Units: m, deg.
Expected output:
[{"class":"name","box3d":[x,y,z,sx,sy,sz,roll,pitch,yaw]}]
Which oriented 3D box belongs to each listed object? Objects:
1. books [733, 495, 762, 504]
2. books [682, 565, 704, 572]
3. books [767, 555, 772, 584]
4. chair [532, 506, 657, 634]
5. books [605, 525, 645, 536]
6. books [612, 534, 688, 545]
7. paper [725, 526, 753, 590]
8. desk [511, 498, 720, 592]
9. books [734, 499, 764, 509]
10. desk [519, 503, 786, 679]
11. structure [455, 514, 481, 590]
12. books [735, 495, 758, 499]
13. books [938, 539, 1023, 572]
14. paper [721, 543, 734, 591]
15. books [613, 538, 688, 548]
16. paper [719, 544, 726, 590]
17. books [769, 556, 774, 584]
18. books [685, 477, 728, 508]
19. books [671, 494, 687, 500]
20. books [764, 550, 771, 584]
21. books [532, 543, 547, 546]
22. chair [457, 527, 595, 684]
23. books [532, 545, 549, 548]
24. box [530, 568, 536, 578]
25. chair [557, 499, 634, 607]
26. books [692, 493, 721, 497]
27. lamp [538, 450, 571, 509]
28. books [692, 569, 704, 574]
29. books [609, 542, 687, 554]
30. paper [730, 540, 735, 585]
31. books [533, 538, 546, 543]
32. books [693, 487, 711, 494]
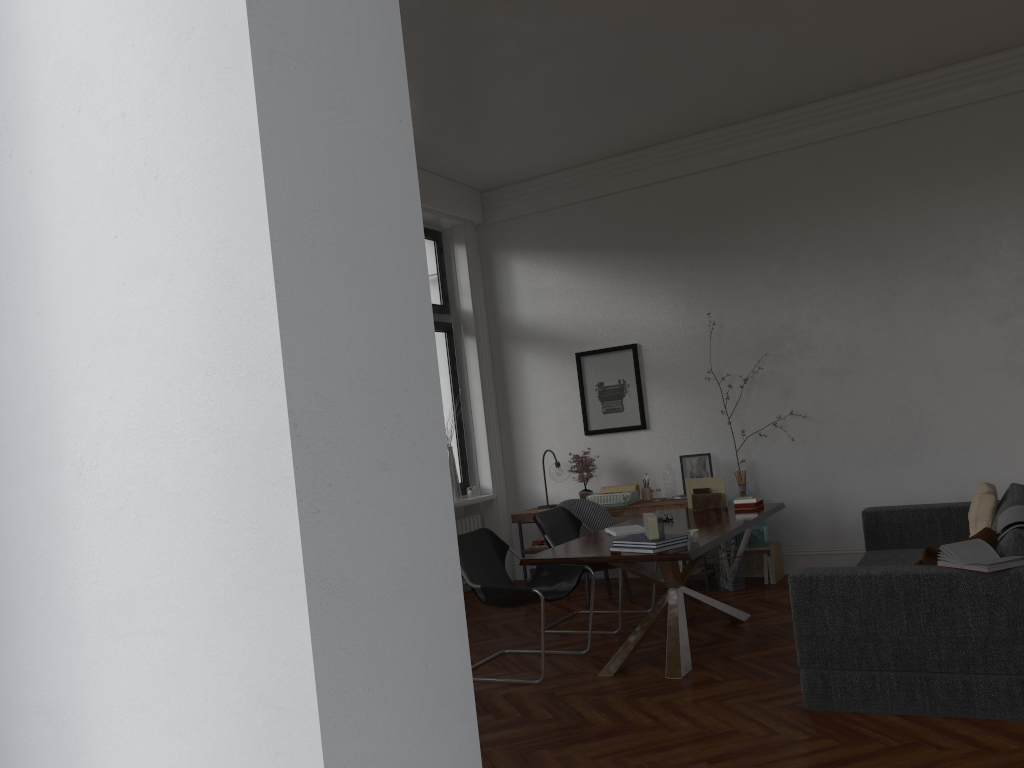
[{"class":"books","box3d":[1.725,0.844,6.476,0.164,0.028,0.207,-8,-4,27]},{"class":"books","box3d":[1.524,1.584,7.595,0.196,0.014,0.267,-9,-4,40]},{"class":"books","box3d":[2.183,1.551,7.437,0.012,0.232,0.170,-8,-3,29]},{"class":"chair","box3d":[0.623,1.352,6.626,0.746,0.872,0.752,-8,-3,29]},{"class":"books","box3d":[0.754,0.960,5.813,0.231,0.026,0.326,-6,-3,-6]},{"class":"books","box3d":[0.766,0.863,4.933,0.250,0.017,0.345,-4,-4,-36]},{"class":"paper","box3d":[1.883,1.379,7.289,0.330,0.609,0.047,-7,-2,9]},{"class":"desk","box3d":[0.965,1.463,8.003,1.800,0.757,0.647,-8,-3,29]},{"class":"books","box3d":[1.728,0.877,6.466,0.159,0.040,0.215,-8,-4,31]},{"class":"desk","box3d":[1.065,1.310,5.784,1.031,0.750,2.225,-8,-4,29]},{"class":"structure","box3d":[-0.681,1.699,8.313,0.225,0.777,1.453,-8,-3,29]},{"class":"books","box3d":[1.719,0.827,6.493,0.128,0.008,0.159,-8,-4,30]},{"class":"books","box3d":[2.085,0.760,3.950,0.224,0.096,0.279,-5,-3,-19]},{"class":"paper","box3d":[1.756,1.467,7.269,0.073,0.478,0.033,-5,-2,-24]},{"class":"books","box3d":[0.767,0.880,4.932,0.250,0.017,0.345,-4,-4,-36]},{"class":"paper","box3d":[1.763,1.403,7.451,0.048,0.625,0.294,-7,-3,22]},{"class":"books","box3d":[2.194,1.549,7.430,0.012,0.232,0.170,-8,-3,29]},{"class":"books","box3d":[1.472,0.824,6.711,0.310,0.239,0.043,-8,-3,29]},{"class":"books","box3d":[1.514,0.994,7.823,0.213,0.031,0.129,-5,-4,-23]},{"class":"books","box3d":[2.158,1.542,7.459,0.054,0.257,0.187,-8,-3,30]},{"class":"books","box3d":[0.344,1.471,8.231,0.252,0.023,0.209,-8,-4,29]},{"class":"chair","box3d":[0.048,1.354,5.601,0.746,0.872,0.752,-8,-3,29]},{"class":"books","box3d":[0.346,1.494,8.230,0.248,0.024,0.209,-8,-4,29]},{"class":"box","box3d":[0.373,1.733,8.259,0.296,0.082,0.317,-8,-4,29]},{"class":"chair","box3d":[0.683,1.389,7.482,0.717,0.899,0.547,-7,-3,22]},{"class":"books","box3d":[1.455,0.877,6.621,0.221,0.124,0.028,-8,-3,29]},{"class":"lamp","box3d":[0.386,0.893,8.398,0.207,0.549,0.442,-5,-3,-37]},{"class":"books","box3d":[1.526,1.599,7.595,0.196,0.014,0.268,-8,-4,28]},{"class":"books","box3d":[0.755,0.903,4.930,0.264,0.027,0.348,-4,-4,-36]},{"class":"paper","box3d":[1.843,1.509,7.430,0.126,0.388,0.026,-5,-3,-38]},{"class":"books","box3d":[0.340,1.450,8.233,0.240,0.022,0.190,-8,-4,29]},{"class":"books","box3d":[1.438,0.861,6.682,0.128,0.157,0.041,-8,-3,29]}]
